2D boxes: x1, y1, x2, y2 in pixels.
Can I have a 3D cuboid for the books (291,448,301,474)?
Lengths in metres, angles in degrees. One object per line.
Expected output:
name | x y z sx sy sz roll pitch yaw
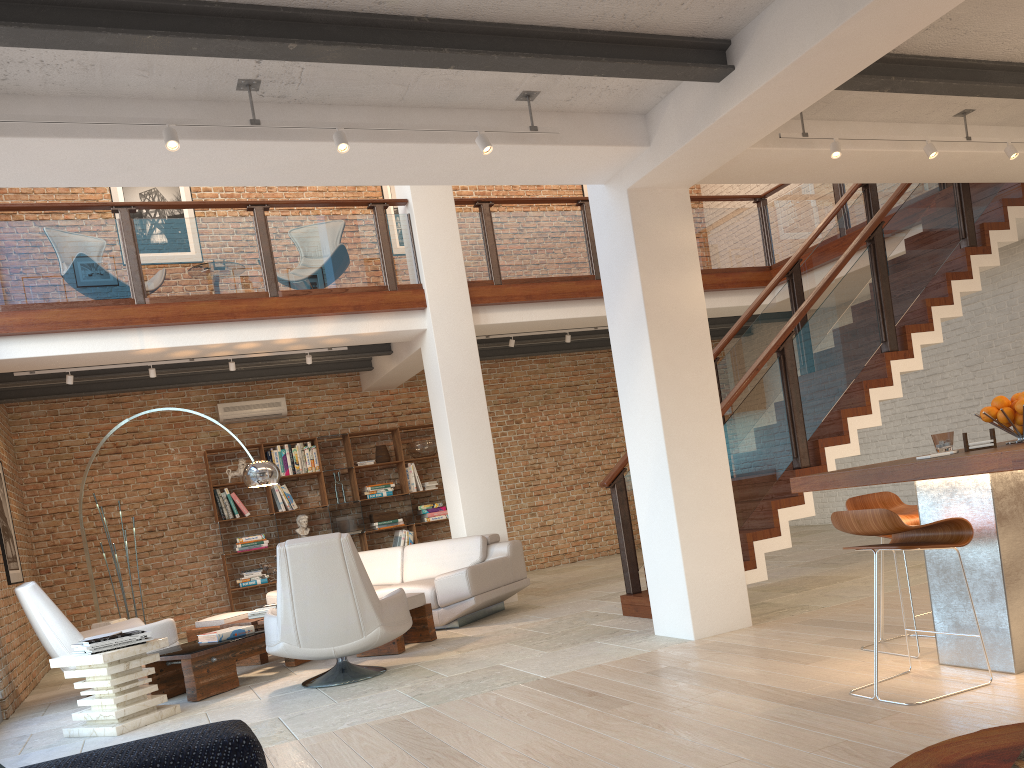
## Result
books | -2.703 0.971 10.838 0.055 0.329 0.258 -10 -1 -24

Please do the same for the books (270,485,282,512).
books | -2.935 1.403 10.763 0.100 0.383 0.247 -10 0 -24

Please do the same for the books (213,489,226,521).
books | -3.531 1.460 10.494 0.090 0.384 0.247 -10 0 -24

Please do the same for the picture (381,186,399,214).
picture | -1.270 -2.334 11.739 0.904 1.195 0.027 -9 3 -23

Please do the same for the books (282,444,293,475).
books | -2.785 0.953 10.809 0.036 0.383 0.247 -10 0 -24

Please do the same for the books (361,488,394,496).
books | -1.745 1.398 11.255 0.376 0.036 0.248 -6 -8 -23

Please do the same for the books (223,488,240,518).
books | -3.398 1.447 10.546 0.120 0.380 0.247 -10 0 -24

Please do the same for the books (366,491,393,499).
books | -1.716 1.440 11.257 0.324 0.055 0.258 -7 -7 -13

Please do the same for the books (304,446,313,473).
books | -2.569 0.959 10.905 0.055 0.329 0.258 -10 -1 -24

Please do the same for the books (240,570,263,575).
books | -3.186 2.302 10.650 0.234 0.019 0.174 -5 -9 -30

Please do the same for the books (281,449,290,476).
books | -2.831 0.988 10.810 0.055 0.329 0.258 -10 -1 -24

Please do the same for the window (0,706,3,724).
window | -3.095 -1.300 2.859 0.640 6.369 12.540 -10 -4 -24

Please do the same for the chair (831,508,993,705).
chair | 1.586 0.865 3.551 0.418 0.773 0.408 -9 1 -24

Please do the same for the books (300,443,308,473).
books | -2.618 0.937 10.891 0.036 0.383 0.247 -10 0 -24

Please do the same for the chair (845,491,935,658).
chair | 1.927 0.909 4.281 0.400 0.773 0.426 -9 1 -24

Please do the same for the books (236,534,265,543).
books | -3.193 1.888 10.630 0.323 0.055 0.259 -6 -8 -21

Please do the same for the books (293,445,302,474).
books | -2.676 0.957 10.866 0.020 0.358 0.275 -10 0 -24

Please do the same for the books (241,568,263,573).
books | -3.174 2.271 10.633 0.250 0.017 0.165 -6 -8 -23

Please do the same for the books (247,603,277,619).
books | -2.091 1.946 7.511 0.251 0.074 0.402 -10 -7 8

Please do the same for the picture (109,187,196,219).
picture | -4.277 -2.027 10.455 0.904 1.195 0.027 -9 3 -23

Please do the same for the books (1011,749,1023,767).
books | 0.923 0.560 1.276 0.324 0.011 0.250 -16 -10 40

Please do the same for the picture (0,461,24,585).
picture | -4.659 1.253 8.005 0.027 1.193 0.924 -10 0 -24

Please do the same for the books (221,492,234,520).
books | -3.457 1.481 10.555 0.101 0.333 0.258 -10 -1 -24

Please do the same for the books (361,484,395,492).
books | -1.731 1.339 11.241 0.375 0.036 0.249 -5 -8 -30

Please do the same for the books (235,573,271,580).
books | -3.159 2.347 10.627 0.375 0.018 0.249 -5 -9 -31

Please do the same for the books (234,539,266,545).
books | -3.195 1.927 10.631 0.352 0.020 0.277 -6 -8 -25

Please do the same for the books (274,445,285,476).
books | -2.872 0.963 10.777 0.036 0.383 0.247 -10 0 -24

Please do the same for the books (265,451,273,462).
books | -2.987 1.004 10.744 0.055 0.329 0.258 -10 -1 -24

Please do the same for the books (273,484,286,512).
books | -2.892 1.396 10.756 0.102 0.383 0.247 -10 0 -24

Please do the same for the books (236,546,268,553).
books | -3.178 2.019 10.630 0.352 0.020 0.277 -6 -8 -23

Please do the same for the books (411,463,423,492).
books | -1.280 1.233 11.469 0.100 0.383 0.247 -10 0 -24

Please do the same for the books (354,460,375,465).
books | -1.893 1.005 11.140 0.234 0.019 0.174 -5 -9 -30

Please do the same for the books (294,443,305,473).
books | -2.657 0.943 10.889 0.036 0.383 0.247 -10 0 -24

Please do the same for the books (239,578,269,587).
books | -3.144 2.420 10.634 0.324 0.055 0.258 -7 -7 -13

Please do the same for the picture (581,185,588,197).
picture | 1.483 -2.616 12.914 0.904 1.195 0.027 -9 3 -23

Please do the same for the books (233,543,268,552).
books | -3.188 1.990 10.619 0.376 0.036 0.248 -5 -8 -28

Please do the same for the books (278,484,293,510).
books | -2.829 1.409 10.803 0.123 0.348 0.275 -10 -1 -24

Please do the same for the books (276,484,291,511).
books | -2.845 1.409 10.786 0.123 0.348 0.275 -10 -1 -24

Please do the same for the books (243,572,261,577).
books | -3.174 2.326 10.647 0.204 0.033 0.135 -6 -8 -23

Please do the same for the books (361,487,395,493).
books | -1.731 1.368 11.250 0.375 0.018 0.249 -5 -9 -31

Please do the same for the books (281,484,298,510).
books | -2.778 1.411 10.809 0.156 0.328 0.258 -9 -1 -24

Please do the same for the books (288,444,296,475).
books | -2.755 0.951 10.832 0.036 0.383 0.247 -10 0 -24

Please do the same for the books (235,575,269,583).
books | -3.173 2.378 10.632 0.376 0.036 0.248 -6 -8 -23

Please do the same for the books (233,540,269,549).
books | -3.181 1.952 10.615 0.375 0.036 0.249 -5 -8 -30

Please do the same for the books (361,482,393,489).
books | -1.745 1.314 11.258 0.352 0.020 0.277 -6 -8 -25

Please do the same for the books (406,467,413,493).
books | -1.386 1.268 11.400 0.055 0.329 0.258 -10 -1 -24

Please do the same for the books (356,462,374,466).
books | -1.881 1.029 11.137 0.204 0.033 0.135 -6 -8 -23

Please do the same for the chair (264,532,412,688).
chair | -1.216 1.511 5.869 1.024 1.013 0.979 -9 -2 -7

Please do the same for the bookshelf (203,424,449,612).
bookshelf | -2.130 1.755 11.063 3.004 2.197 0.368 -7 2 -23

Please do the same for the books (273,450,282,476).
books | -2.909 0.993 10.757 0.055 0.329 0.258 -10 -1 -24

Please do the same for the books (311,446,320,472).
books | -2.490 0.954 10.963 0.055 0.329 0.258 -10 -1 -24

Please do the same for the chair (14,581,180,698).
chair | -3.292 1.984 6.907 0.970 0.996 1.044 -7 -3 -39

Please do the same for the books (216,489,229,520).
books | -3.500 1.457 10.516 0.090 0.384 0.247 -10 0 -24

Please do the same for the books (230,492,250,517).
books | -3.318 1.473 10.605 0.193 0.318 0.258 -9 -1 -24

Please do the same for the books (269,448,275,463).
books | -2.953 0.986 10.757 0.020 0.358 0.275 -10 0 -24

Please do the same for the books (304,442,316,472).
books | -2.533 0.928 10.927 0.036 0.383 0.247 -10 0 -24
